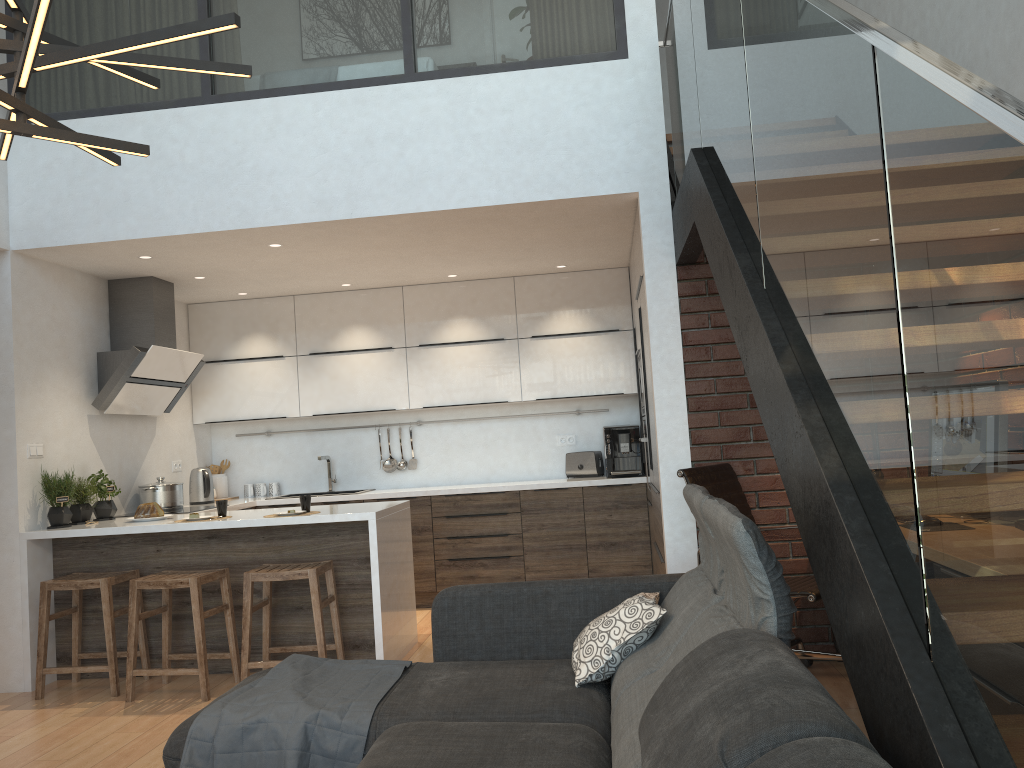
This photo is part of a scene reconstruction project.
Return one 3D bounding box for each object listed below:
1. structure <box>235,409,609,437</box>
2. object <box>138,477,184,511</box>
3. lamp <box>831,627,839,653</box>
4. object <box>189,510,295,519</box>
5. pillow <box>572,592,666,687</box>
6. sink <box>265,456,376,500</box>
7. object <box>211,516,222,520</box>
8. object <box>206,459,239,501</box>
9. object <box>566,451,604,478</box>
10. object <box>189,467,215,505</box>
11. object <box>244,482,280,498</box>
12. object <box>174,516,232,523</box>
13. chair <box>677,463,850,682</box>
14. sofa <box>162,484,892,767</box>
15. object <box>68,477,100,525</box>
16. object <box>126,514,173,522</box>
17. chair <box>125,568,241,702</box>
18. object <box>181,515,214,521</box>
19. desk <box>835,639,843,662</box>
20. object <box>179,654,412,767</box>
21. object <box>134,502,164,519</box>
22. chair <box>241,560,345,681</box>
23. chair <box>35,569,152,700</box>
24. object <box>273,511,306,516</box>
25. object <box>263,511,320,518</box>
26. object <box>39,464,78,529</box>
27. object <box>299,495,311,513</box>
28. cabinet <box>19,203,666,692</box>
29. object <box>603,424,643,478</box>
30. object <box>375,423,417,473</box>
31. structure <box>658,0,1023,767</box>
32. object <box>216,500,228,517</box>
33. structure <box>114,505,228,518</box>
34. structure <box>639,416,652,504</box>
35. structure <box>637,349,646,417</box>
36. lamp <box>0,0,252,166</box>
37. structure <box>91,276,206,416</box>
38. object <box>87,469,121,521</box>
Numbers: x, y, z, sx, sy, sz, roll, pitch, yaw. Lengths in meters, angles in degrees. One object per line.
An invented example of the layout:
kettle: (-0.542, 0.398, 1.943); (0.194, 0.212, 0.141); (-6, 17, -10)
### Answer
structure: (-0.738, 0.310, 7.012); (3.000, 0.045, 0.050); (-4, -3, 6)
object: (-2.382, 0.743, 6.024); (0.315, 0.223, 0.288); (-1, -5, -43)
lamp: (1.796, 0.302, 3.878); (0.462, 2.003, 1.054); (-3, -4, -10)
object: (-1.467, 0.704, 4.817); (0.597, 0.039, 0.064); (-4, -3, 2)
pillow: (0.186, 0.735, 1.827); (0.386, 0.364, 2.734); (-4, -3, 10)
sink: (-1.454, 0.812, 6.785); (0.706, 0.518, 0.512); (-4, -3, 6)
object: (-1.617, 0.732, 4.844); (0.025, 0.011, 0.126); (-4, -4, 10)
object: (-2.332, 0.757, 6.999); (0.221, 0.316, 0.330); (-4, -3, 6)
object: (0.550, 0.612, 6.754); (0.260, 0.195, 0.177); (-5, -4, 26)
object: (-2.306, 0.753, 6.570); (0.179, 0.270, 0.220); (-3, -3, -7)
object: (-2.000, 0.846, 7.081); (0.297, 0.105, 0.112); (-4, -3, 8)
object: (-1.707, 0.748, 4.907); (0.305, 0.002, 0.305); (-2, -4, -25)
chair: (1.180, 0.859, 4.037); (0.700, 0.991, 0.651); (-7, -5, 40)
sofa: (-0.419, 0.831, 1.781); (2.108, 0.995, 3.169); (-4, -3, 6)
object: (-2.527, 0.679, 5.214); (0.221, 0.283, 0.211); (-5, -4, 19)
object: (-2.093, 0.776, 5.123); (0.261, 0.021, 0.261); (-4, -3, 0)
chair: (-1.694, 1.279, 4.566); (0.450, 0.600, 0.350); (-4, -4, 11)
object: (-1.724, 0.739, 4.871); (0.176, 0.014, 0.176); (-4, -3, -4)
desk: (1.707, 0.898, 3.228); (0.610, 0.750, 2.182); (-4, -3, 6)
object: (-0.630, 1.111, 2.812); (0.548, 0.369, 0.685); (-5, -4, 14)
object: (-2.105, 0.739, 5.137); (0.155, 0.101, 0.161); (-4, -3, 2)
chair: (-1.135, 1.244, 4.587); (0.450, 0.600, 0.350); (-4, -3, 4)
chair: (-2.242, 1.327, 4.746); (0.450, 0.600, 0.350); (-4, -3, 6)
object: (-1.198, 0.698, 4.780); (0.176, 0.014, 0.176); (-4, -4, 10)
object: (-1.196, 0.709, 4.823); (0.304, 0.002, 0.304); (-6, -4, 38)
object: (-2.556, 0.626, 5.001); (0.186, 0.367, 0.196); (-4, -3, 6)
object: (-1.137, 0.661, 4.886); (0.066, 0.093, 0.066); (-2, -4, -21)
cabinet: (-0.832, 0.395, 5.838); (3.495, 2.401, 2.401); (-4, -3, 6)
object: (0.824, 0.493, 6.580); (0.274, 0.378, 0.532); (-4, -3, 6)
object: (-0.916, 0.504, 7.013); (0.320, 0.389, 0.069); (-4, -3, 7)
structure: (1.357, -0.216, 3.050); (1.289, 3.460, 5.660); (-4, -3, 6)
object: (-1.624, 0.699, 4.968); (0.066, 0.093, 0.066); (-7, -5, 42)
structure: (-2.263, 0.841, 5.869); (0.550, 0.006, 0.609); (-4, -3, 6)
structure: (1.110, 0.489, 5.905); (0.495, 0.570, 0.595); (-4, -3, 6)
structure: (1.095, -0.011, 5.934); (0.459, 0.430, 0.595); (-4, -3, 6)
lamp: (-1.293, -2.412, 2.231); (1.200, 3.645, 0.831); (-5, -4, 16)
structure: (-2.425, -0.301, 5.952); (0.407, 0.998, 0.898); (-4, -3, 6)
object: (-2.501, 0.675, 5.408); (0.179, 0.311, 0.172); (-5, -4, 17)
